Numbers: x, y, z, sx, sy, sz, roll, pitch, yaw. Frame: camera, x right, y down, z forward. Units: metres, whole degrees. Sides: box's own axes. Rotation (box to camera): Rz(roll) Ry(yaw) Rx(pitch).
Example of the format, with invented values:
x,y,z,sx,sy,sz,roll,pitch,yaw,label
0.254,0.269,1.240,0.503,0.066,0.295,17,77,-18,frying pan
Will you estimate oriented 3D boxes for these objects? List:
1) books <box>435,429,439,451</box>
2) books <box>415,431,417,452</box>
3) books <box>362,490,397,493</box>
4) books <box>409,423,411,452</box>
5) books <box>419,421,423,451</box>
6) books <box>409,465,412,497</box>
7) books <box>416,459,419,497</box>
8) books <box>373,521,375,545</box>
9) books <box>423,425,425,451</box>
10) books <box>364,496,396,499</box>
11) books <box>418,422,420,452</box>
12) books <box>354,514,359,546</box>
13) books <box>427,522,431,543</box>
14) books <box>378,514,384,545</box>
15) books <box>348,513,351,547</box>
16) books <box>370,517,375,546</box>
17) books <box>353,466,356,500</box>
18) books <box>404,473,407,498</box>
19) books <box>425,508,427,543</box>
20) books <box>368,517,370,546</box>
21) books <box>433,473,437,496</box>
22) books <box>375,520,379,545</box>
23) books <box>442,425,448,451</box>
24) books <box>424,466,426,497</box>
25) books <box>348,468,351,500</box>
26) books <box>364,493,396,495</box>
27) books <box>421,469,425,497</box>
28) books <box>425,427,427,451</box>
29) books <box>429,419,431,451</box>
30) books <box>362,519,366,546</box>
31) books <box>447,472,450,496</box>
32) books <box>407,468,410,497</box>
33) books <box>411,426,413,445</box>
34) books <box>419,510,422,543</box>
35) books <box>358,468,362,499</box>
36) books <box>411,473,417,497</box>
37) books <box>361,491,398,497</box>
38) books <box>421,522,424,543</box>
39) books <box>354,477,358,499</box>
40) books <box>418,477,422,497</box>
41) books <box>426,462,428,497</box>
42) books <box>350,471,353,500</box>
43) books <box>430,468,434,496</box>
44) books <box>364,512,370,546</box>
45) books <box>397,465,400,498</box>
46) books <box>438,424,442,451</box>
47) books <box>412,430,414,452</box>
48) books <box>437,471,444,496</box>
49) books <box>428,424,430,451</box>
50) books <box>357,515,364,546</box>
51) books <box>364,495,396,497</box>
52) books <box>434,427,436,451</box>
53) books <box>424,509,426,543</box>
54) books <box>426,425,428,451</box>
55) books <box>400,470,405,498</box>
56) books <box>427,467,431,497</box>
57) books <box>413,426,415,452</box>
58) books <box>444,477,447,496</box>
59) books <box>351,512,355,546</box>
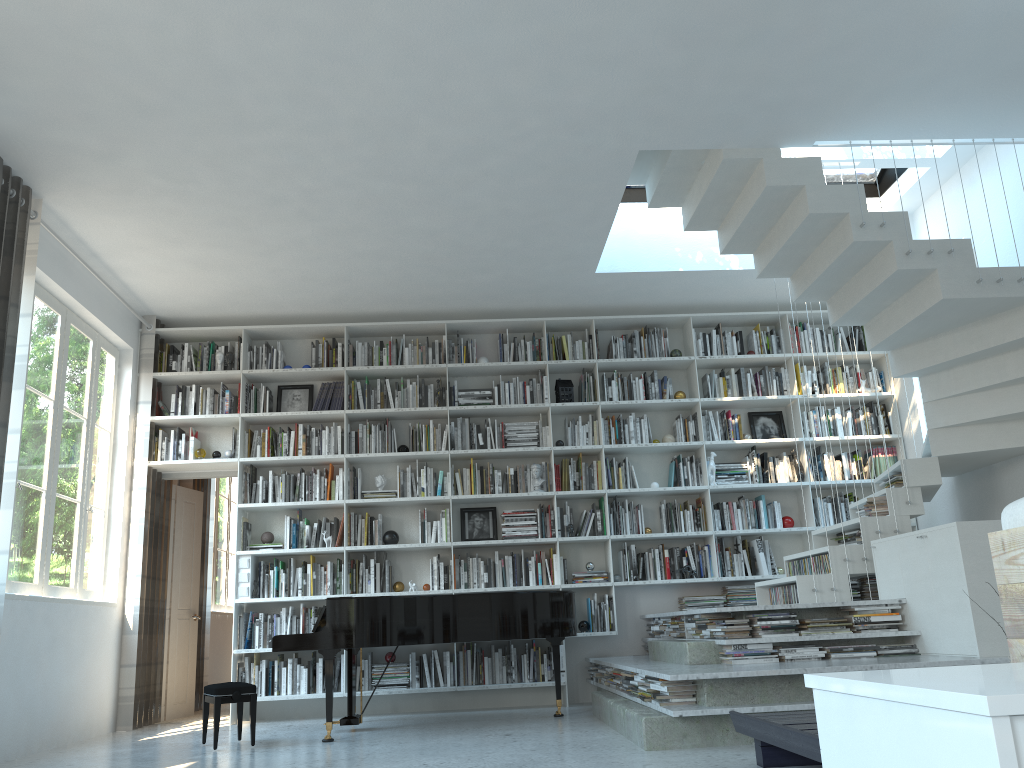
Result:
x,y,z,sx,sy,sz,roll,pitch,yaw,label
-0.623,0.496,7.409,0.024,0.215,0.142,-2,-15,-3,books
-0.794,0.508,7.395,0.011,0.199,0.163,-2,-15,-3,books
-1.084,0.893,7.274,0.285,0.012,0.160,-1,-16,-7,books
-0.845,0.477,7.415,0.012,0.275,0.129,-2,-15,-3,books
-0.755,0.467,7.417,0.033,0.286,0.155,-2,-15,-3,books
-0.833,0.820,7.296,0.012,0.285,0.168,-2,-15,-3,books
-0.775,0.800,7.312,0.010,0.328,0.174,-2,-15,-3,books
-1.109,1.223,7.181,0.011,0.207,0.180,-2,-15,-3,books
-0.729,0.478,7.380,0.013,0.243,0.189,-2,-15,-3,books
-1.081,0.939,7.262,0.254,0.012,0.161,-1,-16,-7,books
-0.773,0.470,7.404,0.005,0.274,0.157,-2,-15,-3,books
-1.259,1.197,7.188,0.026,0.274,0.155,-2,-15,-3,books
-0.673,1.225,7.217,0.030,0.182,0.155,-2,-15,-3,books
-1.064,1.196,7.202,0.028,0.265,0.145,-2,-15,-3,books
-1.315,1.195,7.190,0.012,0.284,0.160,-2,-15,-3,books
-1.130,1.210,7.204,0.028,0.247,0.143,-2,-15,-3,books
-1.298,0.838,7.300,0.011,0.297,0.136,-2,-15,-3,books
-0.873,0.857,7.312,0.024,0.226,0.138,-2,-15,-3,books
-0.697,1.168,7.225,0.012,0.297,0.166,-2,-15,-3,books
-1.150,1.208,7.186,0.014,0.243,0.153,-2,-15,-3,books
-0.634,0.853,7.322,0.026,0.218,0.150,-2,-15,-3,books
-1.090,1.217,7.179,0.028,0.215,0.175,-2,-15,-3,books
-0.556,0.476,7.386,0.064,0.236,0.209,-2,-15,-3,books
-0.709,0.825,7.294,0.012,0.264,0.193,-2,-15,-3,books
-1.332,0.842,7.285,0.012,0.284,0.160,-2,-15,-3,books
-1.083,0.916,7.270,0.254,0.012,0.161,-1,-16,-6,books
-0.729,0.837,7.300,0.028,0.246,0.170,-2,-15,-3,books
-0.719,0.491,7.415,0.011,0.235,0.131,-2,-15,-3,books
-0.685,0.453,7.410,0.006,0.303,0.166,-2,-15,-3,books
-1.196,1.217,7.182,0.025,0.227,0.153,-2,-15,-3,books
-0.521,0.849,7.325,0.026,0.216,0.127,-2,-15,-3,books
-0.850,0.833,7.304,0.022,0.266,0.151,-2,-15,-3,books
-0.830,0.486,7.385,0.005,0.239,0.174,-2,-15,-3,books
-0.745,1.175,7.216,0.012,0.284,0.160,-2,-15,-3,books
-1.247,0.841,7.284,0.021,0.277,0.137,-2,-15,-3,books
-0.802,0.853,7.306,0.048,0.224,0.150,-2,-15,-3,books
-1.083,0.905,7.275,0.285,0.012,0.160,-2,-16,-2,books
-0.723,1.221,7.200,0.025,0.185,0.154,-2,-15,-3,books
-1.273,0.877,7.279,0.034,0.209,0.136,-2,-15,-3,books
-0.755,0.870,7.310,0.025,0.188,0.140,-2,-15,-3,books
-0.699,0.809,7.308,0.011,0.300,0.179,-2,-15,-3,books
-1.313,0.853,7.276,0.024,0.256,0.134,-2,-15,-3,books
-0.659,0.835,7.325,0.022,0.255,0.152,-2,-15,-3,books
-1.170,1.188,7.169,0.026,0.273,0.190,-2,-15,-3,books
-0.931,0.825,7.293,0.012,0.284,0.160,-2,-15,-3,books
-0.600,0.473,7.406,0.022,0.256,0.155,-2,-15,-3,books
-0.822,0.502,7.399,0.013,0.215,0.150,-2,-15,-3,books
-0.590,0.841,7.303,0.060,0.227,0.179,-2,-15,-3,books
-0.689,0.477,7.400,0.006,0.252,0.181,-2,-15,-3,books
-1.227,1.200,7.181,0.036,0.262,0.167,-2,-15,-3,books
-1.082,0.927,7.263,0.254,0.012,0.161,0,-16,-8,books
-0.641,0.490,7.410,0.011,0.229,0.166,-2,-15,-3,books
-0.708,1.173,7.226,0.011,0.291,0.156,-2,-15,-3,books
-0.706,0.479,7.406,0.017,0.252,0.140,-2,-15,-3,books
-0.898,0.841,7.285,0.030,0.246,0.175,-2,-15,-3,books
-0.681,0.829,7.304,0.023,0.259,0.171,-2,-15,-3,books
-0.812,0.485,7.377,0.005,0.235,0.179,-2,-15,-3,books
-0.547,0.867,7.317,0.027,0.180,0.142,-2,-15,-3,books
-1.284,1.192,7.183,0.025,0.283,0.146,-2,-15,-3,books
